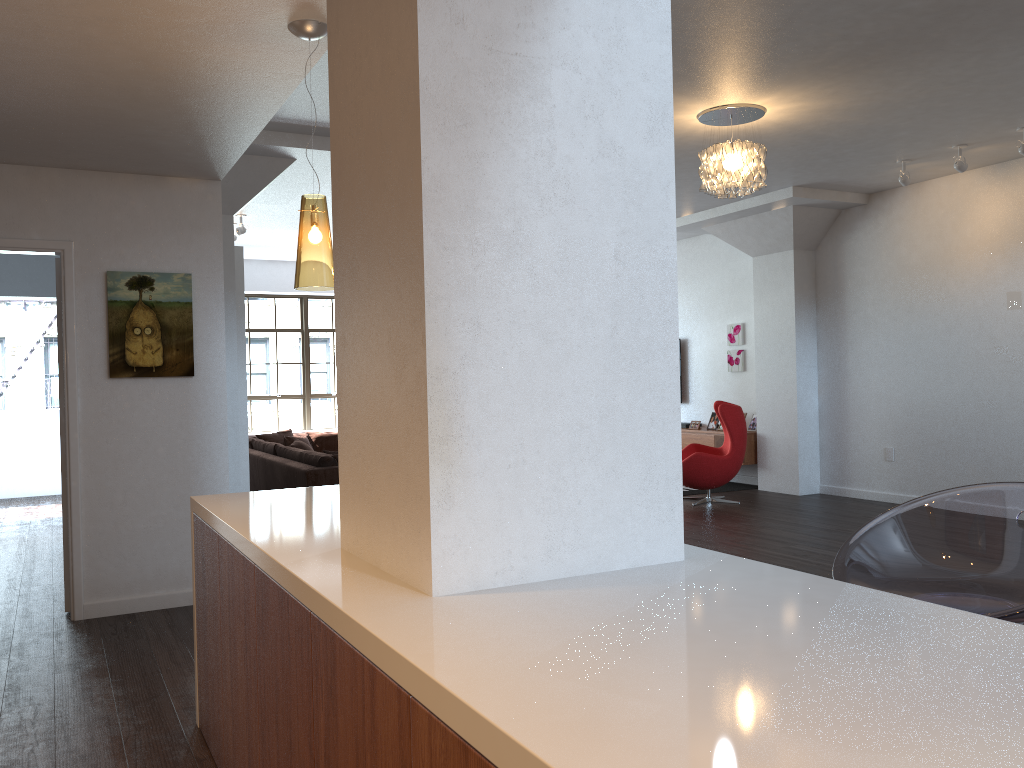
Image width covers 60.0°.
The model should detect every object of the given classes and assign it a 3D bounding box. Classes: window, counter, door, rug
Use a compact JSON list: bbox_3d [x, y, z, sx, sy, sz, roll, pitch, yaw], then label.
[{"bbox_3d":[-2.249,-0.308,13.041,4.648,1.905,0.114,-2,0,-27],"label":"window"},{"bbox_3d":[1.818,0.790,0.498,8.182,0.860,3.039,-1,0,33],"label":"counter"},{"bbox_3d":[-2.673,0.286,5.433,0.174,2.032,0.826,-2,0,-17],"label":"door"},{"bbox_3d":[0.272,1.213,10.332,4.200,0.007,3.100,-2,0,-26],"label":"rug"}]

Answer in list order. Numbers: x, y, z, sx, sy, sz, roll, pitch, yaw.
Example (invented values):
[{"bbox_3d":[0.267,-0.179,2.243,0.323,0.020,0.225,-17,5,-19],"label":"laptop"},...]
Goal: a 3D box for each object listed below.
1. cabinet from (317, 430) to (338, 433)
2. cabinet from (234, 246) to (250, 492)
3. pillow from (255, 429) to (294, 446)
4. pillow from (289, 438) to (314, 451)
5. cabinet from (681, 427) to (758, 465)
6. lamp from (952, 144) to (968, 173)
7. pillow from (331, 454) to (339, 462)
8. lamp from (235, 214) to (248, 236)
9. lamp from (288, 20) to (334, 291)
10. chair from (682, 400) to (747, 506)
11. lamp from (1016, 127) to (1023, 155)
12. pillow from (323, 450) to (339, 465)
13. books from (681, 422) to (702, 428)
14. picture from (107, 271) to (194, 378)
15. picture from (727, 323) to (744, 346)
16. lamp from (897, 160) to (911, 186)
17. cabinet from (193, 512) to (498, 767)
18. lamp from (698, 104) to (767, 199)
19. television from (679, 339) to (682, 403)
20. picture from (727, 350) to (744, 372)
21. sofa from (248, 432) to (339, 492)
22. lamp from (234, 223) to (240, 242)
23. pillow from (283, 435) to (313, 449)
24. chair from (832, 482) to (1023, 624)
[{"bbox_3d":[-1.964,0.950,12.565,1.520,0.625,0.350,-2,0,-27],"label":"cabinet"},{"bbox_3d":[-3.402,0.107,9.125,0.461,2.414,4.500,-2,0,-27],"label":"cabinet"},{"bbox_3d":[-2.872,0.780,11.035,0.334,0.418,0.580,-1,0,36],"label":"pillow"},{"bbox_3d":[-2.233,0.786,9.542,0.325,0.391,0.625,-2,0,-11],"label":"pillow"},{"bbox_3d":[1.681,0.722,11.765,0.459,0.350,4.501,-2,0,-27],"label":"cabinet"},{"bbox_3d":[3.467,-1.743,6.861,0.111,0.211,0.120,-1,0,22],"label":"lamp"},{"bbox_3d":[-1.322,0.790,8.107,0.750,0.364,0.289,-2,0,-28],"label":"pillow"},{"bbox_3d":[-2.720,-1.595,8.913,0.111,0.211,0.120,-1,0,7],"label":"lamp"},{"bbox_3d":[-0.688,-0.778,3.061,0.149,0.900,0.149,-1,0,18],"label":"lamp"},{"bbox_3d":[1.953,0.677,8.933,0.801,1.006,0.798,-1,0,-2],"label":"chair"},{"bbox_3d":[3.706,-1.747,6.401,0.111,0.211,0.120,-1,0,37],"label":"lamp"},{"bbox_3d":[-1.479,0.751,8.325,0.559,0.411,0.269,-1,0,18],"label":"pillow"},{"bbox_3d":[2.139,0.517,11.059,0.250,0.053,0.400,-2,0,-27],"label":"books"},{"bbox_3d":[-2.071,-0.340,5.092,0.450,0.600,0.030,-2,0,-27],"label":"picture"},{"bbox_3d":[2.611,-0.577,10.376,0.030,0.250,0.250,-2,0,-27],"label":"picture"},{"bbox_3d":[3.234,-1.739,7.310,0.111,0.211,0.120,-1,0,7],"label":"lamp"},{"bbox_3d":[0.258,0.848,1.517,0.898,0.796,4.493,-2,0,-27],"label":"cabinet"},{"bbox_3d":[1.457,-1.517,5.865,0.441,0.539,0.442,-1,0,15],"label":"lamp"},{"bbox_3d":[1.829,-0.160,11.776,0.013,0.816,1.324,-2,0,-28],"label":"television"},{"bbox_3d":[2.619,-0.270,10.378,0.030,0.250,0.250,-2,0,-27],"label":"picture"},{"bbox_3d":[-1.174,0.921,10.157,3.481,0.664,4.197,-2,0,-27],"label":"sofa"},{"bbox_3d":[-2.953,-1.592,9.362,0.111,0.211,0.120,-1,0,22],"label":"lamp"},{"bbox_3d":[-2.658,0.793,11.037,0.238,0.337,0.489,-1,0,32],"label":"pillow"},{"bbox_3d":[0.935,0.727,1.817,0.481,1.014,0.530,-2,0,-25],"label":"chair"}]
